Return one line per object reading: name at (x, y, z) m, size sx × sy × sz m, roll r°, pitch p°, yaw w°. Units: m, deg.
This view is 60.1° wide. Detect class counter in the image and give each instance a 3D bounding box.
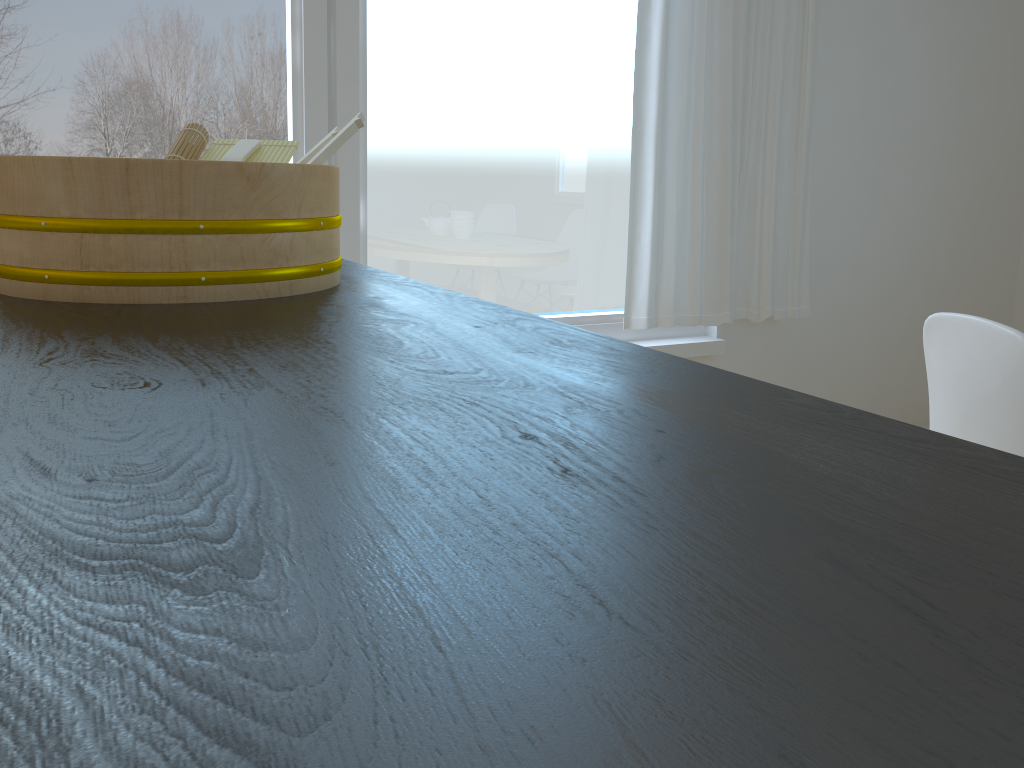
counter at (0.037, 0.105, 0.192) m, size 0.602 × 0.040 × 2.424 m, roll -5°, pitch 15°, yaw -28°

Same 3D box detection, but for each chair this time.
chair at (0.902, 0.342, 1.370) m, size 0.523 × 0.892 × 0.434 m, roll 0°, pitch 10°, yaw -8°

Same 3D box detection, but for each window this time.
window at (-0.504, -1.003, 2.410) m, size 2.732 × 1.898 × 0.089 m, roll -5°, pitch 12°, yaw -28°

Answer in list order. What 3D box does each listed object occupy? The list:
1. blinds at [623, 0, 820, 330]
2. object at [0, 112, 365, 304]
blinds at (0.751, -1.253, 2.831) m, size 0.796 × 2.137 × 0.151 m, roll -4°, pitch 11°, yaw -28°
object at (-0.388, -0.228, 1.036) m, size 0.378 × 0.212 × 0.435 m, roll 1°, pitch 12°, yaw 0°
